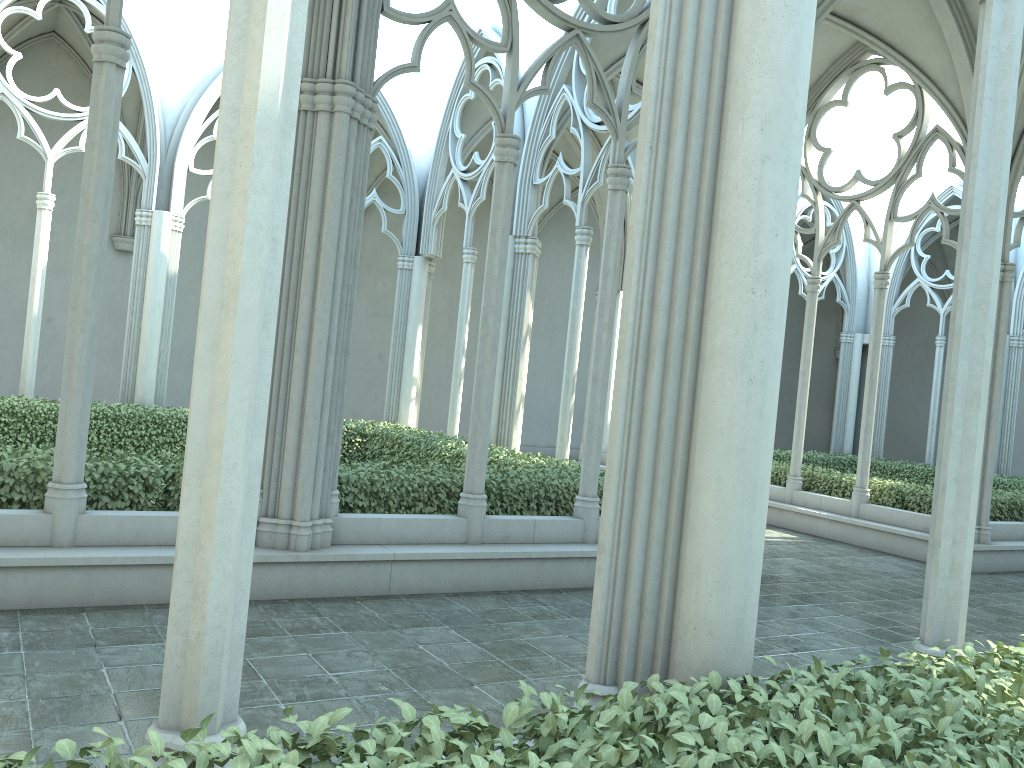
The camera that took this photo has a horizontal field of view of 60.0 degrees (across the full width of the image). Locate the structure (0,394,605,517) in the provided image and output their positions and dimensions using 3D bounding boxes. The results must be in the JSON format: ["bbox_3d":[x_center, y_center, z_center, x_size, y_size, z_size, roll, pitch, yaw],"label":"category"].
[{"bbox_3d":[-3.626,0.974,11.079,8.018,0.963,7.995,6,0,-31],"label":"structure"}]

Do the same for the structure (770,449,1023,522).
[{"bbox_3d":[7.550,2.099,17.750,8.018,0.963,7.995,6,0,-31],"label":"structure"}]
